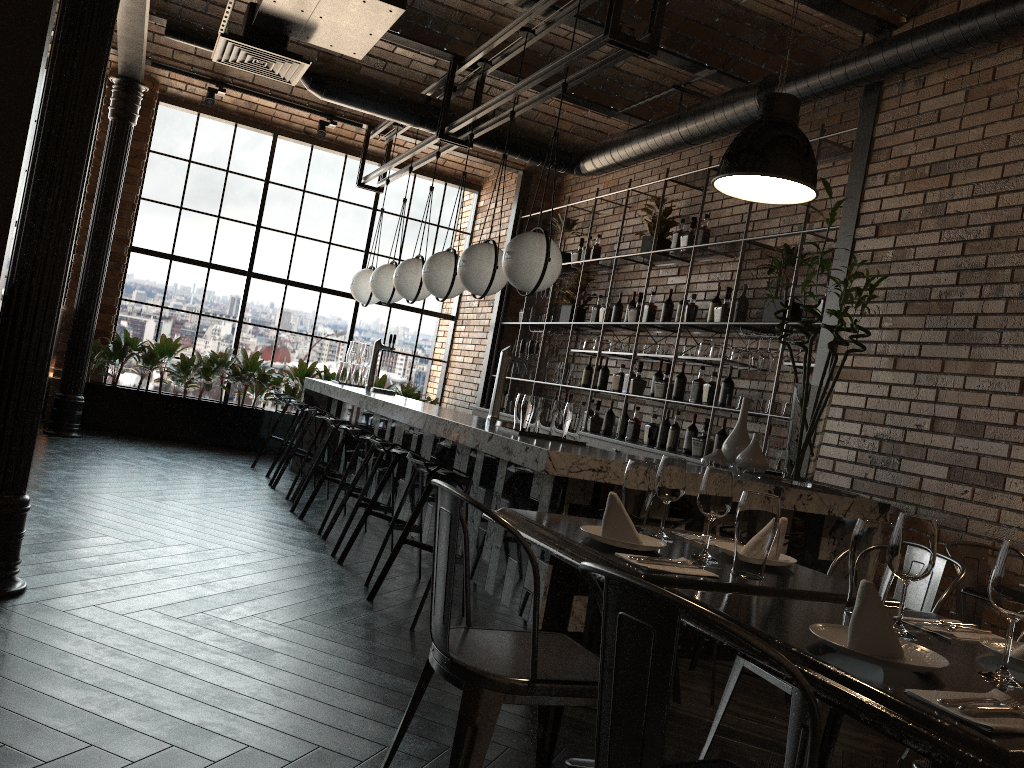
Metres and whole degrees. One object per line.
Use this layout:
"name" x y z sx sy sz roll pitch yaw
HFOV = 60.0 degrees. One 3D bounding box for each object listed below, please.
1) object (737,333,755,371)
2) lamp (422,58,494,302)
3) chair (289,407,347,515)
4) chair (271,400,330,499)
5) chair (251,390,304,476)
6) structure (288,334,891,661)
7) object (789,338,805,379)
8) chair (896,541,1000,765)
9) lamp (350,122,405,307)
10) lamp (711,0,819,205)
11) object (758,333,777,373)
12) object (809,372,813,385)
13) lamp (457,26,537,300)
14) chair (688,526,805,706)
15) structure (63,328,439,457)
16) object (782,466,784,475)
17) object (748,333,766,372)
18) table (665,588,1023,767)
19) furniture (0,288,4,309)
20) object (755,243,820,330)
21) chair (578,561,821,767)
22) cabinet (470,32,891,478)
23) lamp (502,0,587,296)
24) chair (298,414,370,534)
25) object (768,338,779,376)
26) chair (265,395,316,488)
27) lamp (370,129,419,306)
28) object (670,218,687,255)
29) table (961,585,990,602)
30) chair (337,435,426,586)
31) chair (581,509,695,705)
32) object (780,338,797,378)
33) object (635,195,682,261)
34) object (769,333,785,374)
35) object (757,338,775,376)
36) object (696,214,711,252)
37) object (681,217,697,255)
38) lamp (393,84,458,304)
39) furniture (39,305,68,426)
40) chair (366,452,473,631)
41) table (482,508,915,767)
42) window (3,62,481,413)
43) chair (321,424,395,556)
"object" 1.538 -0.209 5.825 0.092 0.244 0.092 10 -1 15
"lamp" -0.350 -1.449 6.334 0.340 1.754 0.340 10 -1 22
"chair" -1.358 0.565 6.508 0.414 0.737 0.475 11 -1 -14
"chair" -1.590 0.528 7.039 0.414 0.737 0.475 11 -1 -29
"chair" -2.044 0.457 8.076 0.414 0.737 0.475 11 -1 -34
"structure" -0.084 0.448 6.466 1.930 1.430 5.346 11 -1 -24
"object" 1.811 -0.161 5.606 0.092 0.244 0.092 10 -1 15
"chair" 1.826 1.052 3.201 0.504 0.857 0.558 11 -1 -24
"lamp" -1.228 -1.587 8.345 0.340 1.754 0.340 10 -1 22
"lamp" 0.850 -1.350 2.474 0.291 1.653 0.291 10 -1 21
"object" 1.622 -0.196 5.634 0.092 0.244 0.092 10 -1 15
"object" 1.801 0.072 5.357 0.086 0.299 0.086 10 -1 25
"lamp" -0.057 -1.403 5.664 0.340 1.754 0.340 10 -1 22
"chair" 0.986 0.966 3.898 0.475 0.737 0.414 11 -1 -29
"structure" -2.597 0.203 9.559 4.107 1.072 0.757 11 -1 -25
"object" 1.714 0.434 5.389 0.083 0.282 0.083 11 -1 -39
"object" 1.582 -0.202 5.725 0.092 0.244 0.092 10 -1 15
"table" 0.767 0.890 1.657 0.872 0.758 0.872 11 -1 -24
"furniture" -4.697 -0.337 2.522 5.451 1.212 1.979 11 -1 -24
"object" 1.744 -0.646 5.693 0.374 0.560 0.398 10 -1 38
"chair" 0.338 0.758 1.485 0.558 0.857 0.504 11 -1 -34
"cabinet" 0.596 -0.538 8.187 0.564 3.779 7.075 11 -1 -24
"lamp" 0.236 -1.356 4.994 0.340 1.754 0.340 10 -1 22
"chair" -1.102 0.605 5.921 0.414 0.737 0.475 11 -1 -29
"object" 1.730 -0.174 5.792 0.092 0.244 0.092 10 -1 15
"chair" -1.815 0.493 7.554 0.414 0.737 0.475 11 -1 -19
"lamp" -0.935 -1.541 7.675 0.340 1.754 0.340 10 -1 22
"object" 1.314 -1.154 6.946 0.083 0.282 0.083 11 -1 -24
"table" 2.011 1.132 2.750 0.872 0.758 0.872 11 -1 -24
"chair" -0.621 0.681 4.821 0.414 0.737 0.475 11 -1 -29
"chair" 0.461 0.867 3.662 0.475 0.737 0.414 11 -1 -19
"object" 1.770 -0.168 5.701 0.092 0.244 0.092 10 -1 15
"object" 1.213 -1.292 7.319 0.430 0.526 0.425 11 -1 -22
"object" 1.663 -0.189 5.539 0.092 0.244 0.092 10 -1 15
"object" 1.686 -0.181 5.892 0.092 0.244 0.092 10 -1 15
"object" 1.439 -1.134 6.660 0.083 0.282 0.083 11 -1 -39
"object" 1.377 -1.142 6.805 0.123 0.279 0.123 11 -1 -20
"lamp" -0.642 -1.495 7.004 0.340 1.754 0.340 10 -1 22
"furniture" -6.585 -0.634 6.852 5.451 1.212 1.979 11 -1 -24
"chair" -0.340 0.725 4.178 0.414 0.737 0.475 11 -1 -34
"table" 0.414 0.834 2.464 0.872 0.758 0.872 11 -1 -24
"window" -7.953 -2.170 7.485 16.179 3.253 0.168 11 -1 -24
"chair" -0.855 0.644 5.355 0.414 0.737 0.475 11 -1 -19
